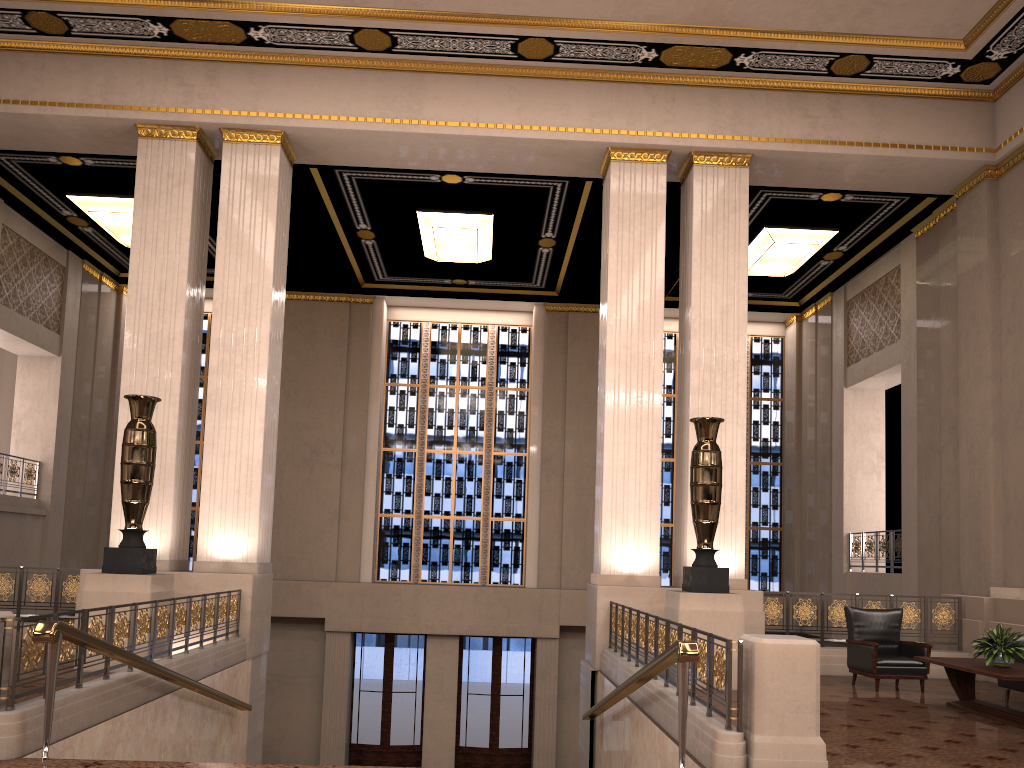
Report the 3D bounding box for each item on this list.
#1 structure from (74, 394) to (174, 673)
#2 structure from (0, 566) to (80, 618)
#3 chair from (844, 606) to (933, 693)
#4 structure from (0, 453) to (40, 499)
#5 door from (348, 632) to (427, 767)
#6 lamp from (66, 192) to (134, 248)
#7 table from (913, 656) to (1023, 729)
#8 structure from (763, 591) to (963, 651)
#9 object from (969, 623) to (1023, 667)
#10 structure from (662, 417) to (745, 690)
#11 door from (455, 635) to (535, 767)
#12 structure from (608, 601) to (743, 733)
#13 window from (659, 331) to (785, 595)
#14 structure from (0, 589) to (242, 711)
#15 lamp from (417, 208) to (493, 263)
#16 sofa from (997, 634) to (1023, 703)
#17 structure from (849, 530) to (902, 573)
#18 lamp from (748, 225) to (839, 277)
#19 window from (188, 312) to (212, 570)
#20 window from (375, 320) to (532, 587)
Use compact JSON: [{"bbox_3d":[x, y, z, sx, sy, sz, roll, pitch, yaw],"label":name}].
[{"bbox_3d":[-3.896,1.514,9.080,0.700,2.761,0.707,2,-5,-2],"label":"structure"},{"bbox_3d":[-6.226,2.452,10.328,2.535,0.648,0.032,2,-5,-2],"label":"structure"},{"bbox_3d":[3.982,2.812,9.376,0.648,0.835,0.726,3,-8,-7],"label":"chair"},{"bbox_3d":[-8.046,1.439,13.962,0.031,0.659,2.187,2,-11,-2],"label":"structure"},{"bbox_3d":[-2.410,6.138,17.028,1.491,2.697,0.156,2,-5,-2],"label":"door"},{"bbox_3d":[-6.159,-2.566,14.253,1.167,0.212,2.047,2,-11,-2],"label":"lamp"},{"bbox_3d":[4.271,2.686,7.688,0.839,0.430,1.497,2,-11,-2],"label":"table"},{"bbox_3d":[4.205,2.869,10.674,2.535,0.648,0.032,2,-5,-2],"label":"structure"},{"bbox_3d":[4.271,2.281,7.708,0.503,0.372,0.531,-3,-11,30],"label":"object"},{"bbox_3d":[2.026,1.751,9.276,0.700,2.761,0.707,2,-5,-2],"label":"structure"},{"bbox_3d":[-0.324,6.221,17.097,1.491,2.697,0.156,2,-5,-2],"label":"door"},{"bbox_3d":[1.220,2.282,7.684,0.079,0.530,5.010,2,-11,-2],"label":"structure"},{"bbox_3d":[4.111,1.599,18.125,2.988,5.305,0.070,2,-5,-2],"label":"window"},{"bbox_3d":[-3.007,2.113,7.544,0.079,0.530,5.011,2,-11,-1],"label":"structure"},{"bbox_3d":[-0.906,-2.356,14.428,1.167,0.212,2.047,2,-11,-2],"label":"lamp"},{"bbox_3d":[5.193,2.591,7.733,0.875,0.698,1.951,2,-11,-2],"label":"sofa"},{"bbox_3d":[5.951,2.733,14.365,0.031,0.659,2.187,2,-11,-2],"label":"structure"},{"bbox_3d":[4.438,-2.142,14.605,1.167,0.212,2.047,2,-11,-2],"label":"lamp"},{"bbox_3d":[-6.259,1.184,17.781,2.988,5.305,0.070,2,-5,-2],"label":"window"},{"bbox_3d":[-1.163,1.388,17.950,2.988,5.305,0.070,2,-5,-2],"label":"window"}]
